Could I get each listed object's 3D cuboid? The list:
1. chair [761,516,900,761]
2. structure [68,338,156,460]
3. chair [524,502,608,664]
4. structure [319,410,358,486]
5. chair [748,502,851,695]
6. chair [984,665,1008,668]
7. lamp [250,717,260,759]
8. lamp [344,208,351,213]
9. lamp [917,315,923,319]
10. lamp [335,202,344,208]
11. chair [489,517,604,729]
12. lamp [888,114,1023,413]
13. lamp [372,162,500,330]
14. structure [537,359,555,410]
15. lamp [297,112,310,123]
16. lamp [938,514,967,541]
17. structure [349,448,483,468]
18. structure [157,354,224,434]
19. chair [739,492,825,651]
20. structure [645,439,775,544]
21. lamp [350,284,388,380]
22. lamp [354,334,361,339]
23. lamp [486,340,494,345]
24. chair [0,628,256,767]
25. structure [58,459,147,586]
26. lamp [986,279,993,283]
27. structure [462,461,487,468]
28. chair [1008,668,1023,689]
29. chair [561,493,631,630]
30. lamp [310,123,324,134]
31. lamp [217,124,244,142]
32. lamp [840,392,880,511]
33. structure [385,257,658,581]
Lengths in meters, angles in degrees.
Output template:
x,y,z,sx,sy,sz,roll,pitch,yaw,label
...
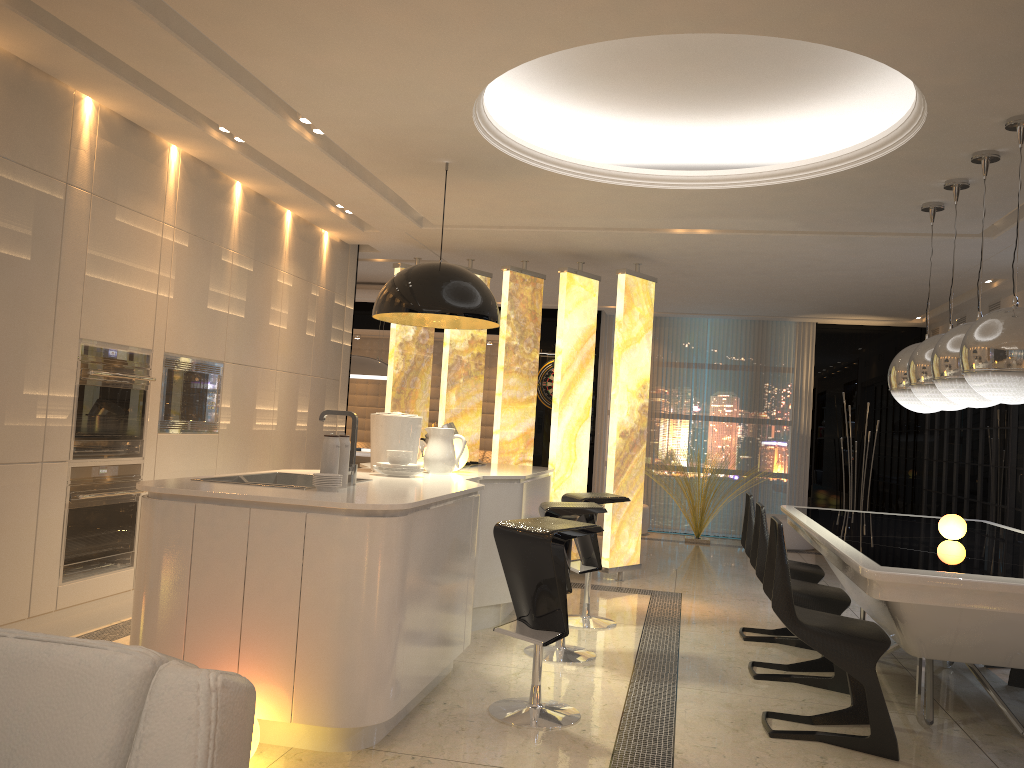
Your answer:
x,y,z,sx,sy,sz,roll,pitch,yaw,label
1.302,1.006,3.657,0.496,0.858,0.523,3,-3,11,chair
-2.305,0.078,4.666,0.595,0.597,0.609,3,-3,11,structure
0.275,1.023,4.670,0.380,0.789,0.380,4,-3,-6,chair
-0.744,0.266,3.730,0.177,0.310,0.089,3,-3,11,structure
1.472,1.057,4.506,0.496,0.858,0.523,3,-3,11,chair
2.948,1.179,5.135,0.496,0.858,0.523,3,-3,11,chair
-0.933,1.152,2.895,0.212,0.214,0.213,5,-3,-28,lamp
-1.183,-1.318,6.514,0.107,0.127,0.107,3,-3,8,lamp
4.545,-0.798,9.935,0.107,0.127,0.107,4,-3,-7,lamp
-1.216,-1.328,6.354,0.107,0.127,0.107,4,-3,-7,lamp
0.118,0.967,3.680,0.380,0.789,0.380,1,-4,44,chair
2.286,-0.483,4.467,0.408,1.226,1.827,3,-3,11,lamp
-0.392,-0.794,4.951,0.710,0.898,0.710,3,-3,22,lamp
0.611,0.009,11.146,0.669,0.669,0.048,3,-3,11,structure
-1.046,-1.403,4.544,0.107,0.127,0.107,4,-3,-7,lamp
2.138,0.694,4.305,0.125,0.125,0.125,5,-3,-28,lamp
-1.899,1.105,9.623,2.912,0.812,1.659,3,-3,11,structure
-2.143,0.064,5.396,0.446,0.450,0.659,3,-3,11,structure
1.639,1.106,5.337,0.496,0.858,0.523,3,-3,11,chair
2.109,1.210,9.968,1.275,1.142,1.282,5,-3,-32,structure
-1.793,-0.582,9.720,1.578,0.995,0.939,3,-3,12,lamp
-2.189,-0.701,12.573,0.107,0.127,0.107,4,-3,-7,lamp
-0.305,-0.601,12.190,0.107,0.127,0.107,4,-3,-7,lamp
-0.543,0.665,0.298,1.027,0.991,0.983,3,-3,11,chair
-2.343,0.685,4.637,0.595,0.597,0.609,3,-3,11,structure
4.080,-0.936,7.616,0.107,0.127,0.107,4,-3,-7,lamp
-0.504,0.533,6.039,0.502,0.026,0.811,3,-3,11,structure
2.790,1.132,4.346,0.496,0.858,0.523,3,-3,11,chair
0.478,1.074,5.478,0.380,0.789,0.380,5,-3,-21,chair
-1.014,-1.393,4.704,0.107,0.127,0.107,4,-3,-7,lamp
-1.517,-1.418,4.852,0.107,0.127,0.270,3,-3,11,lamp
3.962,1.007,10.183,0.418,1.801,0.200,3,-3,11,lamp
0.029,0.248,7.326,2.180,2.555,0.448,3,-3,11,structure
